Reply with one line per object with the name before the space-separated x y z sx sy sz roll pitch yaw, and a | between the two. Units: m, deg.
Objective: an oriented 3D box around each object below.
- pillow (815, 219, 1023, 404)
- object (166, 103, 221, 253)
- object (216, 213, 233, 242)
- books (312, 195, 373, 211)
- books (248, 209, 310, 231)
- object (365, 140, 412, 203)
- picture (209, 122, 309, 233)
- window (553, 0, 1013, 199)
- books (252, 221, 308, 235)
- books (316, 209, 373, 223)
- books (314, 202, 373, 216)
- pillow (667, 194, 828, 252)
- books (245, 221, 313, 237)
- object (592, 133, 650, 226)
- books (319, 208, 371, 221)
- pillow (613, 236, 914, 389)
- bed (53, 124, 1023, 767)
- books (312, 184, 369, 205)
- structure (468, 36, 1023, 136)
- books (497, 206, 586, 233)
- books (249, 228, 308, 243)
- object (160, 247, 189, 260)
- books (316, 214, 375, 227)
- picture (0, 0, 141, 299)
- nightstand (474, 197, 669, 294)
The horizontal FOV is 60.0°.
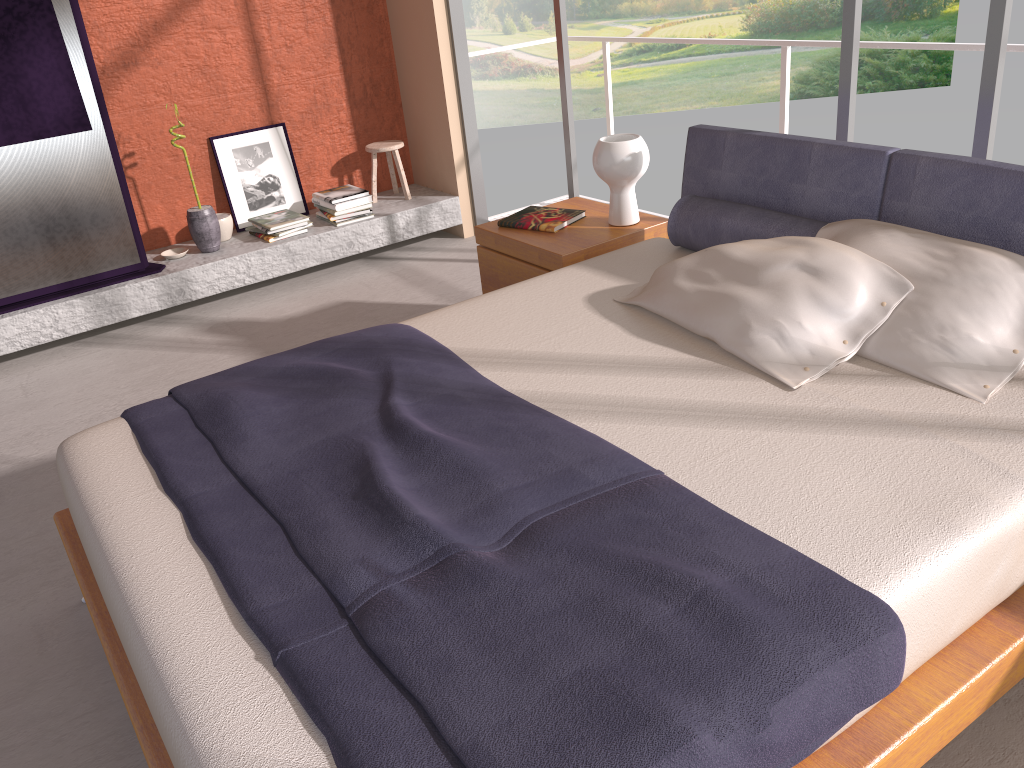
pillow | 1.031 -0.230 2.379 0.400 0.265 0.791 -20 29 -25
object | -1.737 -1.110 4.809 0.165 0.810 0.165 -10 26 -7
object | -1.703 -0.901 5.141 0.179 0.137 0.180 -15 27 -17
books | -1.013 -1.099 5.289 0.247 0.038 0.319 -23 31 -30
books | -1.352 -0.952 5.135 0.247 0.018 0.328 -23 31 -31
object | -0.759 -1.332 5.561 0.260 0.349 0.257 6 29 25
picture | -1.497 -1.233 5.289 0.458 0.550 0.117 -22 30 -28
window | 1.892 -1.115 1.924 0.075 3.133 6.106 -22 30 -28
books | -1.346 -0.932 5.141 0.247 0.025 0.287 -20 29 -26
books | -1.008 -1.028 5.329 0.247 0.018 0.287 -22 30 -28
books | -1.010 -1.070 5.303 0.247 0.027 0.328 -21 29 -26
pillow | 1.044 -0.372 2.686 0.205 0.201 1.470 -22 30 -28
books | -1.354 -0.915 5.161 0.328 0.018 0.247 16 34 38
object | 0.440 -0.813 3.543 0.224 0.338 0.224 -16 27 -18
books | -0.999 -1.038 5.299 0.247 0.025 0.287 -16 28 -18
pillow | 0.680 -0.273 2.571 0.431 0.264 0.869 -18 28 -21
bed | 0.207 0.119 2.292 2.462 0.959 2.017 -22 30 -28
books | -1.020 -1.129 5.279 0.247 0.025 0.287 -22 30 -28
structure | 2.216 -0.429 2.693 0.728 1.005 7.689 -22 30 -28
books | 0.126 -0.697 3.745 0.287 0.025 0.247 13 32 35
books | -1.358 -0.888 5.158 0.247 0.025 0.287 -24 31 -31
object | -1.875 -0.718 4.940 0.152 0.040 0.152 -5 26 3
books | -1.003 -1.010 5.332 0.247 0.018 0.328 -21 29 -26
picture | -2.478 -1.157 4.130 1.129 1.496 0.126 -22 30 -28
nightstand | 0.271 -0.423 3.816 0.562 0.556 0.628 -22 30 -28
